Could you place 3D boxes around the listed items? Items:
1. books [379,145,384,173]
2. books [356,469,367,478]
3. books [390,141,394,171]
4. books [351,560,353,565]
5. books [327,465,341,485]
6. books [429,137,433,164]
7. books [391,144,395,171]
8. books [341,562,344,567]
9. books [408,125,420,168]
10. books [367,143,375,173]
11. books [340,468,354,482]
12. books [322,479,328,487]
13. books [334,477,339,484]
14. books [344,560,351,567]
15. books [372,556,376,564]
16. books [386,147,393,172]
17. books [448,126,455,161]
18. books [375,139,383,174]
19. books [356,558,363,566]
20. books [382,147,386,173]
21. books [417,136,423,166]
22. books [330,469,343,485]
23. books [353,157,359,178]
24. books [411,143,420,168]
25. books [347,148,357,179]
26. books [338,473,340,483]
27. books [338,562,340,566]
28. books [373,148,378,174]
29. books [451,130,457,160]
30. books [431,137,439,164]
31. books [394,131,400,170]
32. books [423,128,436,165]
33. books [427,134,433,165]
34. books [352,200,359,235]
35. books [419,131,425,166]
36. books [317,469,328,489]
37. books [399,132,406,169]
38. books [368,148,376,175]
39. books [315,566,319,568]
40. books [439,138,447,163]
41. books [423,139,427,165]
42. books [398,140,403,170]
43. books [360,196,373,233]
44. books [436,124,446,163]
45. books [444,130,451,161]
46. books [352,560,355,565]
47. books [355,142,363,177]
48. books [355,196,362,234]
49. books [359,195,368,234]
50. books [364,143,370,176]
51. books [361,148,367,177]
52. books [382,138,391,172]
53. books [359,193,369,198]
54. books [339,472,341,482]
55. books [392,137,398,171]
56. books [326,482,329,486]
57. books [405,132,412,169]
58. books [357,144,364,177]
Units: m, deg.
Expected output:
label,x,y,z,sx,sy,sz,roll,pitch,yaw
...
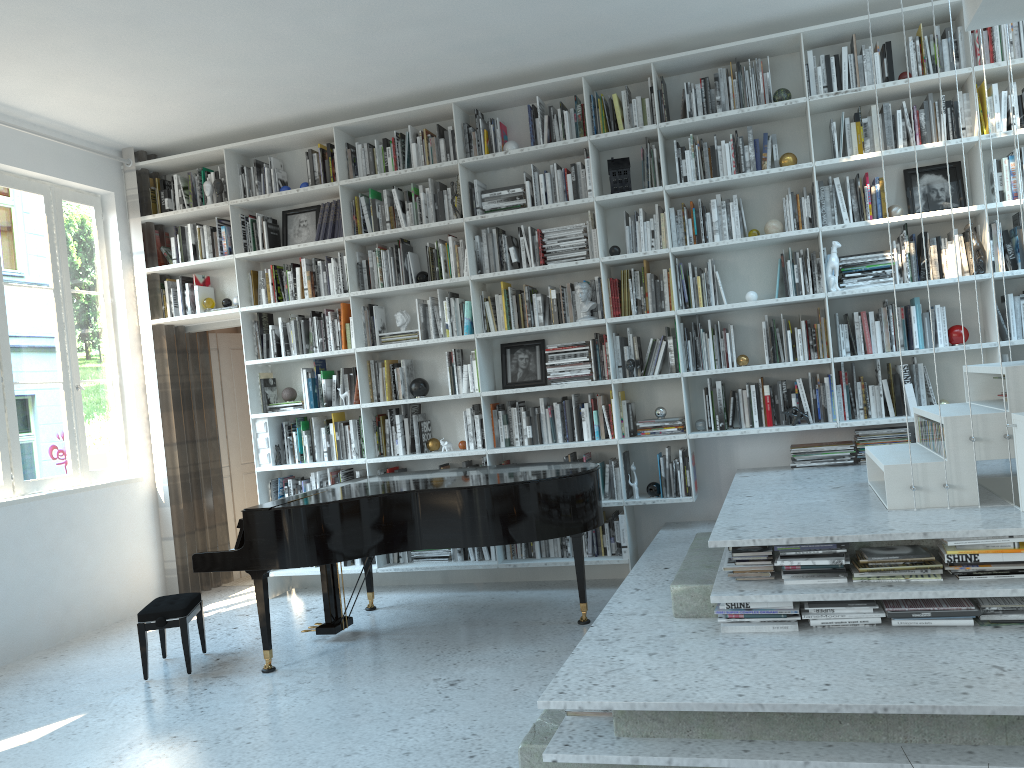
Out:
label,x,y,z,sx,sy,sz,roll,pitch,yaw
books,-0.845,-1.478,5.970,0.025,0.235,0.129,-5,0,17
books,-1.018,0.733,6.090,0.025,0.288,0.130,-5,0,17
books,-0.766,-1.485,5.923,0.013,0.234,0.154,-5,0,17
books,-1.091,1.081,6.130,0.013,0.310,0.130,-5,0,17
books,-1.214,0.733,6.125,0.014,0.325,0.170,-5,0,17
books,-0.494,-1.499,5.819,0.013,0.207,0.178,-5,0,17
books,-0.756,-1.477,5.912,0.011,0.216,0.160,-5,0,17
books,-1.137,1.146,6.114,0.031,0.188,0.190,-5,0,17
books,-0.635,-1.539,5.884,0.014,0.315,0.166,-5,0,17
books,-0.923,-1.478,5.963,0.012,0.250,0.174,-5,0,17
books,-1.124,0.737,6.110,0.013,0.301,0.172,-5,0,17
books,-1.262,0.782,6.167,0.031,0.239,0.132,-5,0,17
books,-1.171,0.765,6.140,0.029,0.254,0.153,-5,0,17
books,-1.114,1.116,6.106,0.023,0.244,0.188,-5,0,17
books,-0.913,1.090,6.073,0.065,0.256,0.155,-5,0,17
books,-0.785,-1.467,5.933,0.030,0.201,0.152,-5,0,17
books,-0.368,-1.538,5.808,0.030,0.261,0.151,-5,0,17
books,-0.871,-1.490,5.950,0.010,0.264,0.160,-5,0,17
books,-1.030,1.102,6.095,0.027,0.256,0.179,-5,0,17
books,-0.829,-1.470,5.957,0.012,0.216,0.150,-5,0,17
books,-0.582,-1.504,5.870,0.026,0.236,0.134,-5,0,17
books,-1.198,0.747,6.129,0.012,0.295,0.176,-5,0,17
books,-1.027,-1.434,6.012,0.024,0.183,0.133,-5,0,17
books,-0.609,-1.479,5.871,0.031,0.190,0.181,-5,0,17
books,-1.059,-1.458,6.005,0.029,0.237,0.156,-5,0,17
books,-1.152,0.748,6.137,0.013,0.284,0.139,-5,0,17
books,-1.164,1.140,6.129,0.028,0.206,0.171,-5,0,17
books,-0.880,-1.461,5.952,0.015,0.207,0.166,-5,0,17
books,-0.346,-1.523,5.780,0.026,0.225,0.172,-5,0,17
books,-0.476,-1.497,5.811,0.026,0.200,0.187,-5,0,17
books,-0.736,-1.521,5.908,0.010,0.299,0.151,-5,0,17
books,-0.528,-1.525,5.835,0.014,0.266,0.192,-5,0,17
books,-0.508,-1.508,5.836,0.021,0.228,0.161,-5,0,17
books,-1.029,-1.101,6.001,0.023,0.256,0.174,-5,0,17
books,-0.564,-1.523,5.865,0.014,0.269,0.156,-5,0,17
books,-1.305,0.751,6.157,0.039,0.307,0.172,-5,0,17
books,-0.698,-1.513,5.893,0.013,0.276,0.164,-5,0,17
books,-0.905,-1.458,5.946,0.029,0.208,0.178,-5,0,17
books,-1.338,1.110,6.181,0.013,0.300,0.183,-5,0,17
books,-0.423,-1.495,5.808,0.031,0.185,0.176,-5,0,17
books,-0.539,-1.498,5.868,0.029,0.213,0.141,-5,0,17
books,-0.711,-1.491,5.913,0.029,0.235,0.130,-5,0,17
books,-0.947,-1.119,5.995,0.067,0.274,0.168,-5,0,17
books,-0.446,-1.543,5.819,0.013,0.285,0.159,-5,0,17
books,-0.395,-1.524,5.809,0.026,0.237,0.149,-5,0,17
books,-1.069,1.127,6.123,0.024,0.214,0.137,-5,0,17
books,-1.007,-1.484,6.015,0.021,0.279,0.140,-5,0,17
books,-1.009,-1.117,6.009,0.013,0.283,0.158,-5,0,17
books,-0.986,-1.121,6.000,0.010,0.287,0.148,-5,0,17
books,-0.939,-1.477,5.973,0.023,0.251,0.170,-5,0,17
books,-0.960,-1.459,5.977,0.023,0.220,0.181,-5,0,17
books,-0.813,-1.498,5.950,0.028,0.268,0.151,-5,0,17
books,-0.992,-1.131,6.025,0.014,0.309,0.130,-5,0,17
books,-1.139,0.743,6.120,0.022,0.291,0.137,-5,0,17
books,-0.746,-1.496,5.909,0.013,0.251,0.183,-5,0,17
books,-1.235,0.786,6.155,0.028,0.225,0.134,-5,0,17
books,-0.668,-1.515,5.881,0.052,0.273,0.172,-5,0,17
books,-0.987,-1.474,5.989,0.031,0.255,0.145,-5,0,17
